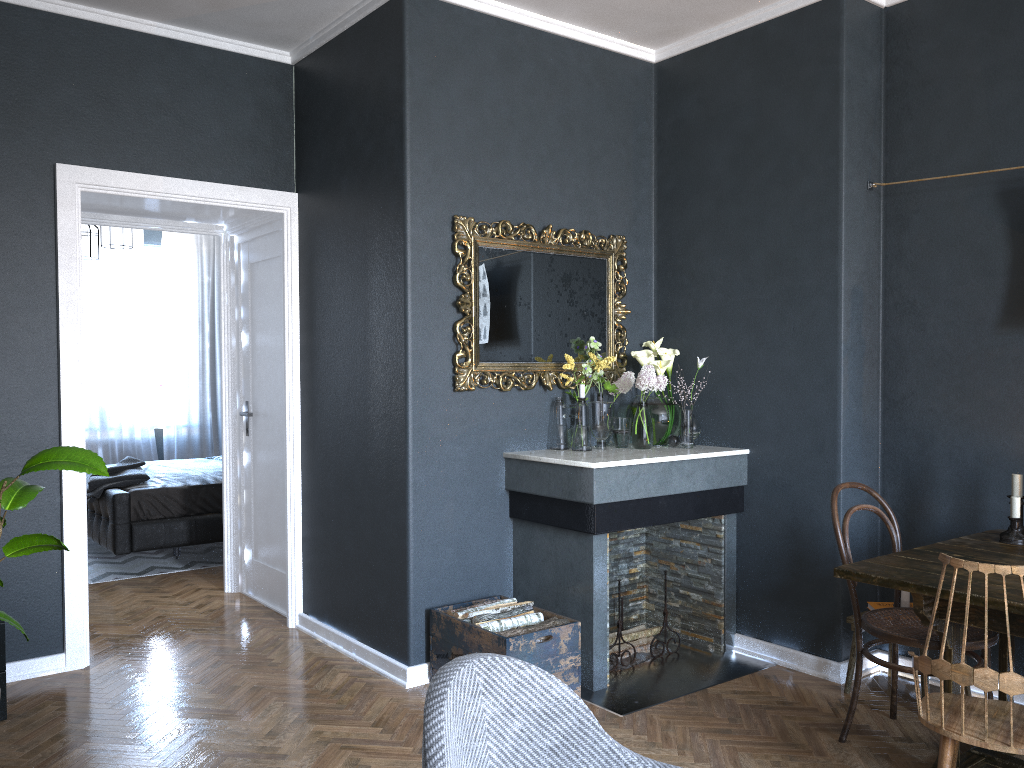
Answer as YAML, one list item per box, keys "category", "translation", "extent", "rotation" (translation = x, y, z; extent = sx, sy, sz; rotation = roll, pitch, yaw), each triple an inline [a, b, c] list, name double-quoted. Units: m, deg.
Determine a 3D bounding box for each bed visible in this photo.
- category: "bed"
  translation: [-2.350, 0.673, 7.224]
  extent: [2.374, 1.162, 2.265]
  rotation: [-1, 1, -37]

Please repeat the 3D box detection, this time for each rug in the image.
- category: "rug"
  translation: [-2.736, 1.260, 6.904]
  extent: [1.458, 0.013, 2.044]
  rotation: [-1, 1, -37]

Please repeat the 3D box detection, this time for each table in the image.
- category: "table"
  translation: [1.633, 1.130, 3.655]
  extent: [0.364, 0.318, 0.369]
  rotation: [-1, 2, -37]
- category: "table"
  translation: [1.943, 0.939, 2.503]
  extent: [1.126, 0.728, 1.604]
  rotation: [-1, 1, -37]

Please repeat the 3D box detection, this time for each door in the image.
- category: "door"
  translation: [-1.387, 0.184, 5.094]
  extent: [0.162, 2.188, 0.856]
  rotation: [-2, 2, -37]

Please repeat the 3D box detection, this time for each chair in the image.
- category: "chair"
  translation: [1.327, 0.882, 2.426]
  extent: [0.456, 0.857, 0.383]
  rotation: [1, 2, 38]
- category: "chair"
  translation: [0.086, 0.917, 1.511]
  extent: [0.495, 0.811, 0.645]
  rotation: [1, 2, 31]
- category: "chair"
  translation: [1.433, 0.834, 3.169]
  extent: [0.438, 0.921, 0.549]
  rotation: [-1, 2, -35]

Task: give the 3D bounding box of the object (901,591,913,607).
- category: "object"
  translation: [1.617, 0.847, 3.645]
  extent: [0.074, 0.173, 0.074]
  rotation: [0, 2, 8]

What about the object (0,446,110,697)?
- category: "object"
  translation: [-1.962, 0.373, 2.767]
  extent: [1.118, 1.900, 0.763]
  rotation: [-2, 2, -43]

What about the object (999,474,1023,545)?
- category: "object"
  translation: [1.896, 0.359, 3.136]
  extent: [0.223, 0.419, 0.368]
  rotation: [-1, 2, -36]

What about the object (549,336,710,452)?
- category: "object"
  translation: [0.583, 0.038, 4.257]
  extent: [0.727, 0.547, 0.474]
  rotation: [-1, 2, -34]

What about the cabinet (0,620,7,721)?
- category: "cabinet"
  translation: [-2.346, 1.113, 3.402]
  extent: [0.650, 0.390, 0.456]
  rotation: [-1, 1, -37]

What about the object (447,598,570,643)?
- category: "object"
  translation: [-0.034, 1.052, 3.714]
  extent: [0.370, 0.247, 0.533]
  rotation: [-1, 1, -37]

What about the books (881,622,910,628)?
- category: "books"
  translation: [1.624, 0.964, 3.665]
  extent: [0.219, 0.013, 0.272]
  rotation: [0, 1, 9]

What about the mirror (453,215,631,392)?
- category: "mirror"
  translation: [0.167, -0.359, 4.190]
  extent: [1.056, 0.784, 0.067]
  rotation: [-1, 2, -37]

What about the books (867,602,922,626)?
- category: "books"
  translation: [1.609, 0.946, 3.655]
  extent: [0.207, 0.025, 0.262]
  rotation: [0, 1, 6]

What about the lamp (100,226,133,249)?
- category: "lamp"
  translation: [-2.786, -1.347, 6.236]
  extent: [0.210, 0.770, 0.210]
  rotation: [-1, 2, -24]

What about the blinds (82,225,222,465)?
- category: "blinds"
  translation: [-4.218, -0.152, 8.129]
  extent: [3.992, 2.790, 0.312]
  rotation: [-1, 2, -37]

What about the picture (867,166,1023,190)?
- category: "picture"
  translation: [2.917, -0.483, 2.128]
  extent: [0.058, 0.771, 4.456]
  rotation: [-2, 1, -37]

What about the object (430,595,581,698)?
- category: "object"
  translation: [-0.036, 1.128, 3.714]
  extent: [0.383, 0.326, 0.552]
  rotation: [-1, 1, -37]

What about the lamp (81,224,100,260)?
- category: "lamp"
  translation: [-3.387, -1.367, 7.019]
  extent: [0.210, 0.747, 0.210]
  rotation: [-1, 2, -24]

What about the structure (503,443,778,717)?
- category: "structure"
  translation: [0.593, 0.804, 4.084]
  extent: [1.065, 0.981, 0.834]
  rotation: [-1, 2, -37]
